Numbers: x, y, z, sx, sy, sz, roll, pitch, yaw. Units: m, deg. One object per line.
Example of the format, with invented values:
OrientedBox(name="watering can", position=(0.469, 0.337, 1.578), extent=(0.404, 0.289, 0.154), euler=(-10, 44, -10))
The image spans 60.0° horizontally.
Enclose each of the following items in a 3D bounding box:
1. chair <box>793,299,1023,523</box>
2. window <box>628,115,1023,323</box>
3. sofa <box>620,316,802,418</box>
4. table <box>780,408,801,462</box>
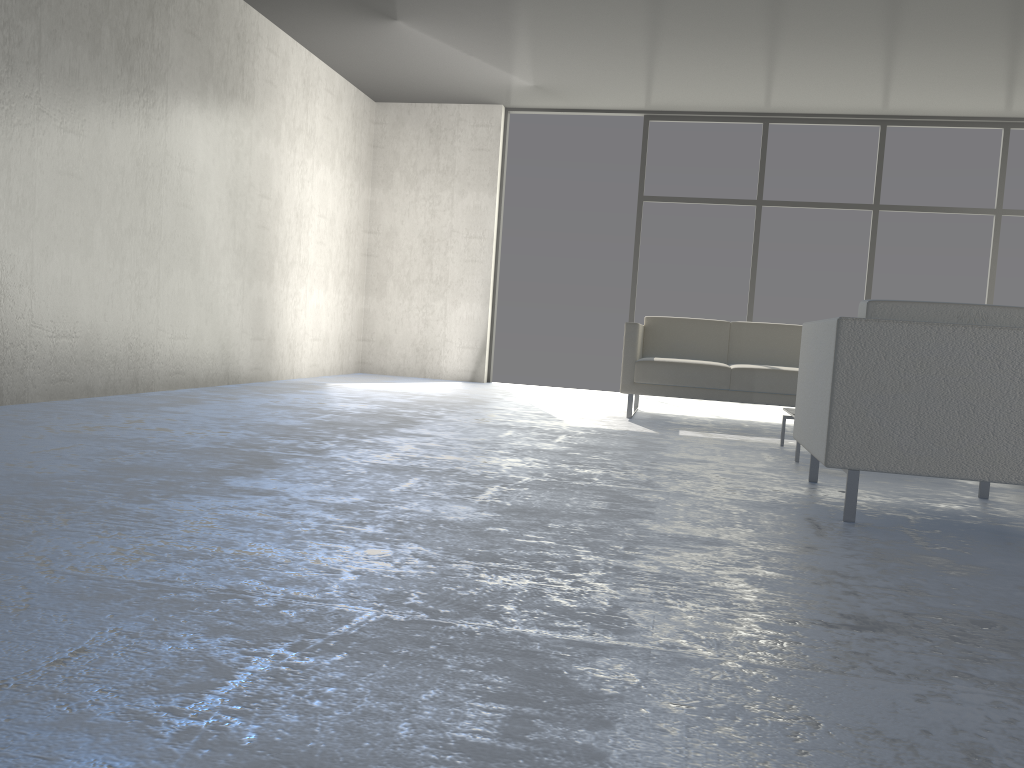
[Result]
OrientedBox(name="chair", position=(1.364, 0.078, 2.896), extent=(0.748, 0.662, 0.821), euler=(5, 3, 11))
OrientedBox(name="window", position=(3.087, -0.994, 7.561), extent=(4.080, 2.477, 0.037), euler=(5, 3, 11))
OrientedBox(name="sofa", position=(1.673, -0.065, 5.673), extent=(1.881, 0.658, 0.821), euler=(5, 3, 11))
OrientedBox(name="table", position=(1.696, 0.263, 4.146), extent=(0.773, 0.190, 0.730), euler=(5, 3, 11))
